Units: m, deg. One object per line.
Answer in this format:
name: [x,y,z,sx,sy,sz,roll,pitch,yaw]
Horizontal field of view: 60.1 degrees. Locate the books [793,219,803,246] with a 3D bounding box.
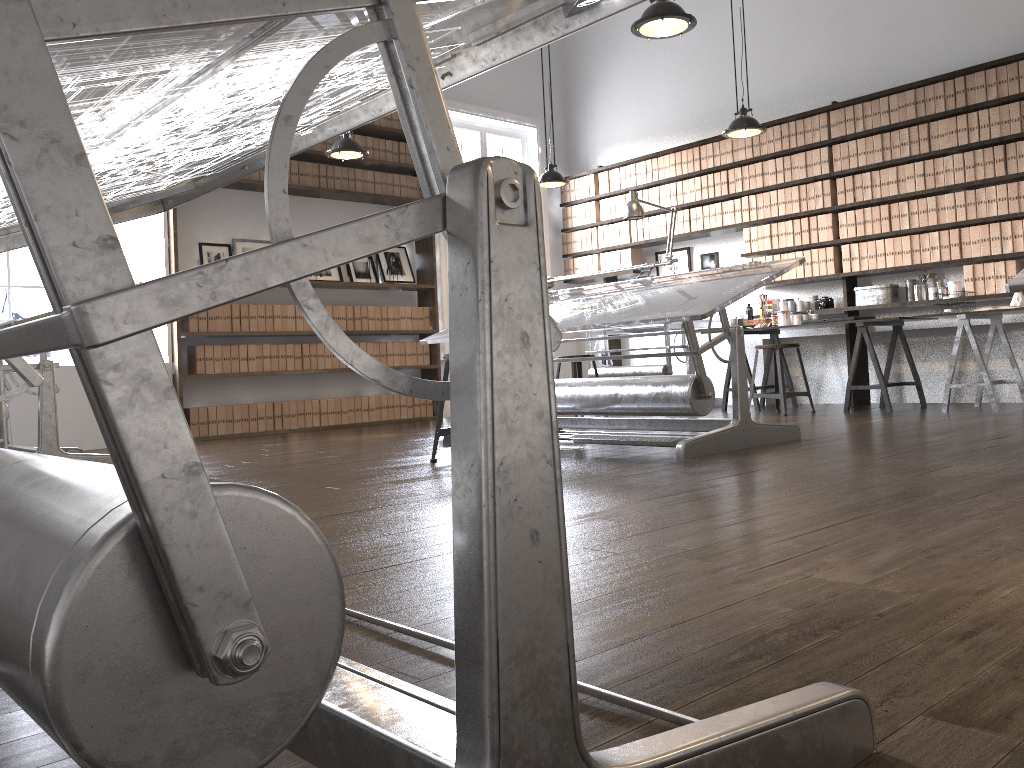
books: [2.450,-1.268,7.461,0.175,0.226,0.066,-2,-2,-42]

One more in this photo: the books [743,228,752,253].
books: [2.125,-1.258,7.816,0.175,0.226,0.067,-2,-2,-42]

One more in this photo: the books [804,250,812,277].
books: [2.512,-0.999,7.386,0.175,0.226,0.067,-2,-2,-42]

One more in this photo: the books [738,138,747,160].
books: [2.088,-2.081,7.846,0.175,0.226,0.066,-2,-2,-42]

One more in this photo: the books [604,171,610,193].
books: [1.021,-2.050,9.034,0.175,0.226,0.067,-2,-2,-42]

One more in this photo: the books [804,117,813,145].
books: [2.513,-2.093,7.376,0.174,0.226,0.066,-2,-2,-42]

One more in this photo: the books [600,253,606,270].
books: [0.990,-1.225,9.084,0.175,0.226,0.067,-2,-2,-42]

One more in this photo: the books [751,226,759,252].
books: [2.174,-1.260,7.764,0.175,0.226,0.066,-2,-2,-42]

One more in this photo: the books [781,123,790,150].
books: [2.369,-2.089,7.526,0.175,0.226,0.067,-2,-2,-42]

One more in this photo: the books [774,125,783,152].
books: [2.321,-2.088,7.580,0.175,0.226,0.066,-2,-2,-42]

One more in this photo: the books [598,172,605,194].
books: [0.975,-2.048,9.093,0.175,0.226,0.066,-2,-2,-42]

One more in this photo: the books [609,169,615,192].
books: [1.075,-2.051,8.982,0.175,0.226,0.066,-2,-2,-42]

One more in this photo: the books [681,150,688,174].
books: [1.672,-2.069,8.311,0.175,0.226,0.066,-2,-2,-42]

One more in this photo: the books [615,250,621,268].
books: [1.124,-1.229,8.933,0.175,0.226,0.067,-2,-2,-42]

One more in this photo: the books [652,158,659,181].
books: [1.442,-2.062,8.570,0.175,0.226,0.066,-2,-2,-42]

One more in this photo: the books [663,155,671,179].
books: [1.533,-2.065,8.465,0.174,0.226,0.066,-2,-2,-42]

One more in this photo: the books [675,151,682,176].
books: [1.627,-2.067,8.355,0.175,0.226,0.067,-2,-2,-42]

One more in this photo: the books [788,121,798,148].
books: [2.415,-2.091,7.482,0.175,0.226,0.066,-2,-2,-42]

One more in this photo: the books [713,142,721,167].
books: [1.911,-2.076,8.047,0.174,0.226,0.066,-2,-2,-42]

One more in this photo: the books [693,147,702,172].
books: [1.763,-2.071,8.205,0.175,0.226,0.067,-2,-2,-42]

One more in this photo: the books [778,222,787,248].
books: [2.355,-1.265,7.566,0.174,0.226,0.066,-2,-2,-42]

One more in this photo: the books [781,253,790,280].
books: [2.375,-0.995,7.551,0.174,0.226,0.066,-2,-2,-42]

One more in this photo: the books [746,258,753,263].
books: [2.142,-0.988,7.800,0.175,0.226,0.067,-2,-2,-42]

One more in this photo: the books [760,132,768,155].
books: [2.232,-2.085,7.690,0.174,0.226,0.066,-2,-2,-42]

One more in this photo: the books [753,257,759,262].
books: [2.189,-0.989,7.754,0.175,0.226,0.066,-2,-2,-42]

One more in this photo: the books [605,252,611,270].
books: [1.040,-1.226,9.031,0.175,0.226,0.066,-2,-2,-42]

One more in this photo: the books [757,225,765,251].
books: [2.217,-1.261,7.718,0.175,0.226,0.066,-2,-2,-42]

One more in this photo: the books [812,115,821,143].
books: [2.557,-2.095,7.322,0.174,0.226,0.066,-2,-2,-42]

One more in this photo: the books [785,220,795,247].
books: [2.399,-1.266,7.511,0.174,0.226,0.066,-2,-2,-42]

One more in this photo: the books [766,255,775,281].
books: [2.277,-0.992,7.651,0.175,0.226,0.067,-2,-2,-42]

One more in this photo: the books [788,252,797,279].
books: [2.418,-0.996,7.496,0.174,0.226,0.066,-2,-2,-42]

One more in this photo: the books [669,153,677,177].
books: [1.579,-2.066,8.409,0.175,0.226,0.066,-2,-2,-42]

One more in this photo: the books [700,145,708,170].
books: [1.817,-2.073,8.153,0.175,0.226,0.066,-2,-2,-42]

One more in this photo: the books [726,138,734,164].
books: [1.999,-2.078,7.940,0.175,0.226,0.067,-2,-2,-42]

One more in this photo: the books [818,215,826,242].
books: [2.598,-1.272,7.292,0.175,0.226,0.066,-2,-2,-42]

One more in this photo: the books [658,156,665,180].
books: [1.490,-2.063,8.520,0.174,0.226,0.066,-2,-2,-42]

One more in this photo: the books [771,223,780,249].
books: [2.308,-1.264,7.619,0.175,0.226,0.066,-2,-2,-42]

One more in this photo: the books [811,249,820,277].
books: [2.557,-1.000,7.342,0.175,0.226,0.066,-2,-2,-42]

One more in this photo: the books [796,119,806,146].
books: [2.465,-2.092,7.427,0.175,0.226,0.066,-2,-2,-42]

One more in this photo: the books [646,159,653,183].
books: [1.392,-2.060,8.620,0.175,0.226,0.067,-2,-2,-42]

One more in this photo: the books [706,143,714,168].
books: [1.861,-2.074,8.097,0.174,0.226,0.066,-2,-2,-42]

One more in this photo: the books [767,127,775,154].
books: [2.276,-2.086,7.636,0.174,0.226,0.066,-2,-2,-42]

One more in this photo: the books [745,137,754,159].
books: [2.134,-2.082,7.791,0.175,0.226,0.067,-2,-2,-42]

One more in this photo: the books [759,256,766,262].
books: [2.230,-0.990,7.706,0.175,0.226,0.066,-2,-2,-42]

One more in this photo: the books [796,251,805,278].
books: [2.464,-0.997,7.440,0.175,0.226,0.066,-2,-2,-42]

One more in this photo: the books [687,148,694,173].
books: [1.718,-2.070,8.264,0.175,0.226,0.066,-2,-2,-42]

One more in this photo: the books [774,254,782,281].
books: [2.327,-0.993,7.601,0.175,0.226,0.066,-2,-2,-42]

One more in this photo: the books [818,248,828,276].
books: [2.603,-1.001,7.295,0.175,0.226,0.066,-2,-2,-42]

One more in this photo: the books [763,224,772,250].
books: [2.259,-1.262,7.665,0.175,0.226,0.067,-2,-2,-42]

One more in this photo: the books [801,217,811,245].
books: [2.496,-1.269,7.401,0.175,0.226,0.067,-2,-2,-42]

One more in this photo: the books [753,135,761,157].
books: [2.184,-2.084,7.741,0.175,0.226,0.066,-2,-2,-42]

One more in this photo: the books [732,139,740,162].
books: [2.047,-2.080,7.894,0.175,0.226,0.066,-2,-2,-42]

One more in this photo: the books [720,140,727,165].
books: [1.958,-2.077,7.994,0.175,0.226,0.066,-2,-2,-42]

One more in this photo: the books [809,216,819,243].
books: [2.549,-1.271,7.350,0.175,0.226,0.066,-2,-2,-42]
